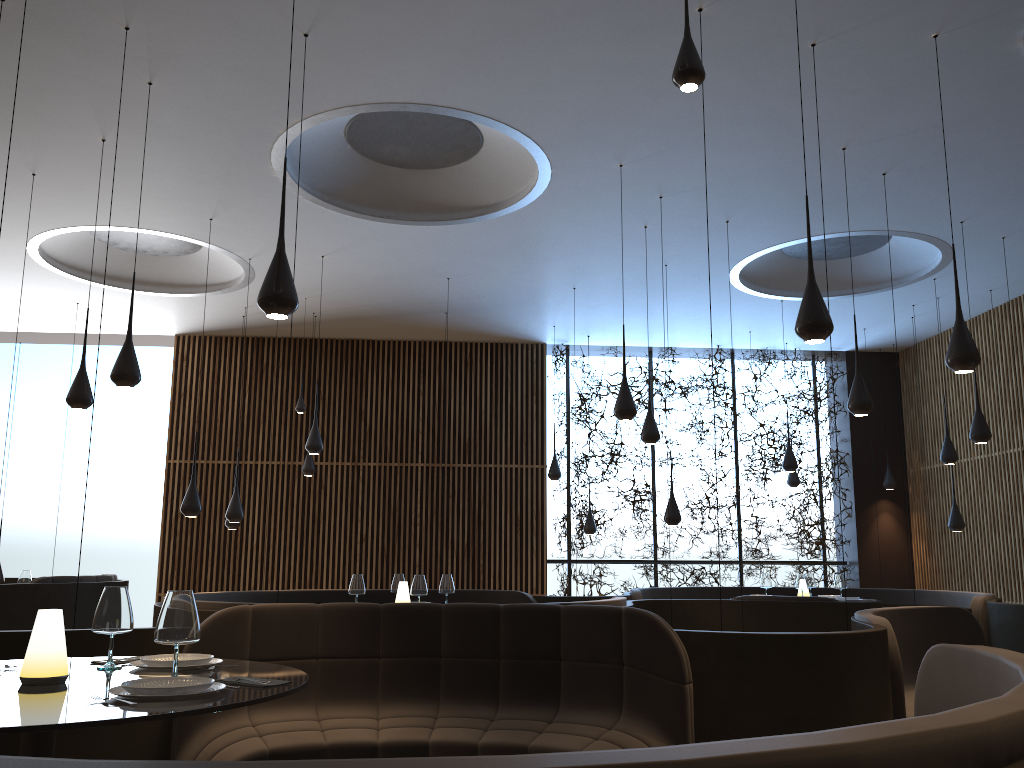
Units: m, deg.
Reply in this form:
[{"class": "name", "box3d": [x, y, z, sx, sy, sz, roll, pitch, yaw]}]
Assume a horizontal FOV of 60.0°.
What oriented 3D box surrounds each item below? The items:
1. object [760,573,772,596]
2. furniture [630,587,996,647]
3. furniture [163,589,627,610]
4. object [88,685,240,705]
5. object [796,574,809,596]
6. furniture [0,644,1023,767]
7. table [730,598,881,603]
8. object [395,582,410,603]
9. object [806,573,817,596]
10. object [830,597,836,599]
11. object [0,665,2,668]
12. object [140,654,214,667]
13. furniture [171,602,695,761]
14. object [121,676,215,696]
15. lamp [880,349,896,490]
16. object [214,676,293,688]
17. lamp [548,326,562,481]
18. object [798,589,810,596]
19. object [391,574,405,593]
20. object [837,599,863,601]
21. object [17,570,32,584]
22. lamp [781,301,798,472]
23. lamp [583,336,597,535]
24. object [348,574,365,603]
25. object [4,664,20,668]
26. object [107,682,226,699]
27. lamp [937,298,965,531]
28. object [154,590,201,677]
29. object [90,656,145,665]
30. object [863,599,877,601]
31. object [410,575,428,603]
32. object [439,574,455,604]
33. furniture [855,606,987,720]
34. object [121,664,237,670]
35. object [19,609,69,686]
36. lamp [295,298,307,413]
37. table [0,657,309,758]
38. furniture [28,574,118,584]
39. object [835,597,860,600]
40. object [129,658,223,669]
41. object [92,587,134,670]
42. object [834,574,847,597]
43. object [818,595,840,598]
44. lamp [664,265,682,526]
[{"class": "object", "box3d": [3.001, 2.388, 10.474, 0.142, 0.294, 0.142, 2, -10, -10]}, {"class": "furniture", "box3d": [3.341, 2.874, 10.022, 3.795, 1.042, 3.898, 6, -13, -27]}, {"class": "furniture", "box3d": [-1.004, 2.385, 7.607, 3.794, 1.113, 3.894, 7, -13, -29]}, {"class": "object", "box3d": [-1.030, 0.915, 2.645, 0.204, 0.012, 0.412, -6, -13, 27]}, {"class": "object", "box3d": [3.266, 2.289, 9.978, 0.142, 0.294, 0.142, 2, -11, -11]}, {"class": "furniture", "box3d": [-0.287, 1.176, 1.934, 3.934, 1.042, 1.990, 2, -11, -7]}, {"class": "table", "box3d": [3.402, 3.014, 10.252, 1.676, 1.019, 1.676, 11, -15, -43]}, {"class": "object", "box3d": [-0.945, 1.832, 7.690, 0.144, 0.231, 0.143, -2, -11, 11]}, {"class": "object", "box3d": [3.589, 2.430, 10.667, 0.142, 0.294, 0.142, 1, -10, -4]}, {"class": "object", "box3d": [3.820, 2.570, 10.667, 0.332, 0.014, 0.333, 2, -12, -6]}, {"class": "object", "box3d": [-1.972, 1.001, 3.095, 0.332, 0.014, 0.333, 1, -12, -3]}, {"class": "object", "box3d": [-1.264, 1.046, 3.346, 0.263, 0.029, 0.264, -7, -14, 33]}, {"class": "furniture", "box3d": [-0.387, 1.620, 4.298, 2.531, 1.055, 0.935, 0, -11, 1]}, {"class": "object", "box3d": [-1.028, 0.905, 2.651, 0.263, 0.029, 0.264, 4, -12, -19]}, {"class": "lamp", "box3d": [5.818, 0.536, 13.830, 0.196, 2.214, 0.196, -3, -11, 20]}, {"class": "object", "box3d": [-0.855, 0.973, 2.892, 0.262, 0.017, 0.127, -7, -13, 31]}, {"class": "lamp", "box3d": [0.604, 0.259, 12.603, 0.196, 2.214, 0.196, -6, -12, 30]}, {"class": "object", "box3d": [3.406, 2.398, 10.361, 0.144, 0.231, 0.143, 5, -11, -24]}, {"class": "object", "box3d": [-1.029, 1.871, 8.037, 0.142, 0.294, 0.142, 8, -13, -37]}, {"class": "object", "box3d": [3.783, 2.434, 9.995, 0.332, 0.014, 0.333, 4, -12, -19]}, {"class": "object", "box3d": [-5.302, 2.175, 9.645, 0.142, 0.294, 0.142, 8, -13, -36]}, {"class": "lamp", "box3d": [3.498, 0.013, 11.315, 0.196, 2.214, 0.196, 4, -11, -19]}, {"class": "lamp", "box3d": [1.136, 0.729, 13.068, 0.196, 2.948, 0.196, -6, -12, 30]}, {"class": "object", "box3d": [-1.310, 1.759, 7.493, 0.142, 0.294, 0.142, 10, -14, -42]}, {"class": "object", "box3d": [-1.970, 1.003, 3.099, 0.204, 0.012, 0.412, -7, -13, 30]}, {"class": "object", "box3d": [-1.028, 0.915, 2.649, 0.332, 0.014, 0.333, 9, -15, -38]}, {"class": "lamp", "box3d": [5.444, 0.349, 11.088, 0.196, 2.948, 0.196, 4, -11, -19]}, {"class": "object", "box3d": [-1.092, 0.825, 2.894, 0.142, 0.294, 0.142, -9, -14, 41]}, {"class": "object", "box3d": [-1.517, 1.094, 3.507, 0.126, 0.017, 0.263, -6, -13, 29]}, {"class": "object", "box3d": [4.030, 2.477, 10.166, 0.127, 0.017, 0.262, 9, -15, -38]}, {"class": "object", "box3d": [-0.769, 1.727, 7.322, 0.142, 0.294, 0.142, 7, -12, -33]}, {"class": "object", "box3d": [-0.581, 1.842, 7.882, 0.142, 0.294, 0.142, -3, -11, 17]}, {"class": "furniture", "box3d": [2.809, 2.015, 5.762, 0.902, 1.042, 2.539, -8, -14, 37]}, {"class": "object", "box3d": [-1.260, 1.056, 3.343, 0.411, 0.012, 0.205, -5, -13, 25]}, {"class": "object", "box3d": [-1.511, 0.852, 2.882, 0.142, 0.231, 0.145, 6, -12, -30]}, {"class": "lamp", "box3d": [-2.679, -0.372, 11.371, 0.133, 1.502, 0.133, 2, -10, -9]}, {"class": "table", "box3d": [-1.515, 1.467, 2.773, 1.674, 1.019, 1.678, -6, -13, 30]}, {"class": "furniture", "box3d": [-4.906, 2.627, 9.699, 0.931, 1.055, 2.543, 2, -11, -8]}, {"class": "object", "box3d": [3.783, 2.424, 9.997, 0.263, 0.029, 0.264, 4, -12, -16]}, {"class": "object", "box3d": [-1.264, 1.055, 3.344, 0.332, 0.014, 0.333, -6, -13, 29]}, {"class": "object", "box3d": [-1.485, 0.905, 3.298, 0.142, 0.294, 0.142, 1, -10, -5]}, {"class": "object", "box3d": [3.798, 2.346, 10.248, 0.142, 0.294, 0.142, -8, -13, 38]}, {"class": "object", "box3d": [3.820, 2.561, 10.669, 0.263, 0.029, 0.264, 3, -12, -13]}, {"class": "lamp", "box3d": [1.759, 0.090, 9.910, 0.196, 2.948, 0.197, 2, -10, -9]}]
